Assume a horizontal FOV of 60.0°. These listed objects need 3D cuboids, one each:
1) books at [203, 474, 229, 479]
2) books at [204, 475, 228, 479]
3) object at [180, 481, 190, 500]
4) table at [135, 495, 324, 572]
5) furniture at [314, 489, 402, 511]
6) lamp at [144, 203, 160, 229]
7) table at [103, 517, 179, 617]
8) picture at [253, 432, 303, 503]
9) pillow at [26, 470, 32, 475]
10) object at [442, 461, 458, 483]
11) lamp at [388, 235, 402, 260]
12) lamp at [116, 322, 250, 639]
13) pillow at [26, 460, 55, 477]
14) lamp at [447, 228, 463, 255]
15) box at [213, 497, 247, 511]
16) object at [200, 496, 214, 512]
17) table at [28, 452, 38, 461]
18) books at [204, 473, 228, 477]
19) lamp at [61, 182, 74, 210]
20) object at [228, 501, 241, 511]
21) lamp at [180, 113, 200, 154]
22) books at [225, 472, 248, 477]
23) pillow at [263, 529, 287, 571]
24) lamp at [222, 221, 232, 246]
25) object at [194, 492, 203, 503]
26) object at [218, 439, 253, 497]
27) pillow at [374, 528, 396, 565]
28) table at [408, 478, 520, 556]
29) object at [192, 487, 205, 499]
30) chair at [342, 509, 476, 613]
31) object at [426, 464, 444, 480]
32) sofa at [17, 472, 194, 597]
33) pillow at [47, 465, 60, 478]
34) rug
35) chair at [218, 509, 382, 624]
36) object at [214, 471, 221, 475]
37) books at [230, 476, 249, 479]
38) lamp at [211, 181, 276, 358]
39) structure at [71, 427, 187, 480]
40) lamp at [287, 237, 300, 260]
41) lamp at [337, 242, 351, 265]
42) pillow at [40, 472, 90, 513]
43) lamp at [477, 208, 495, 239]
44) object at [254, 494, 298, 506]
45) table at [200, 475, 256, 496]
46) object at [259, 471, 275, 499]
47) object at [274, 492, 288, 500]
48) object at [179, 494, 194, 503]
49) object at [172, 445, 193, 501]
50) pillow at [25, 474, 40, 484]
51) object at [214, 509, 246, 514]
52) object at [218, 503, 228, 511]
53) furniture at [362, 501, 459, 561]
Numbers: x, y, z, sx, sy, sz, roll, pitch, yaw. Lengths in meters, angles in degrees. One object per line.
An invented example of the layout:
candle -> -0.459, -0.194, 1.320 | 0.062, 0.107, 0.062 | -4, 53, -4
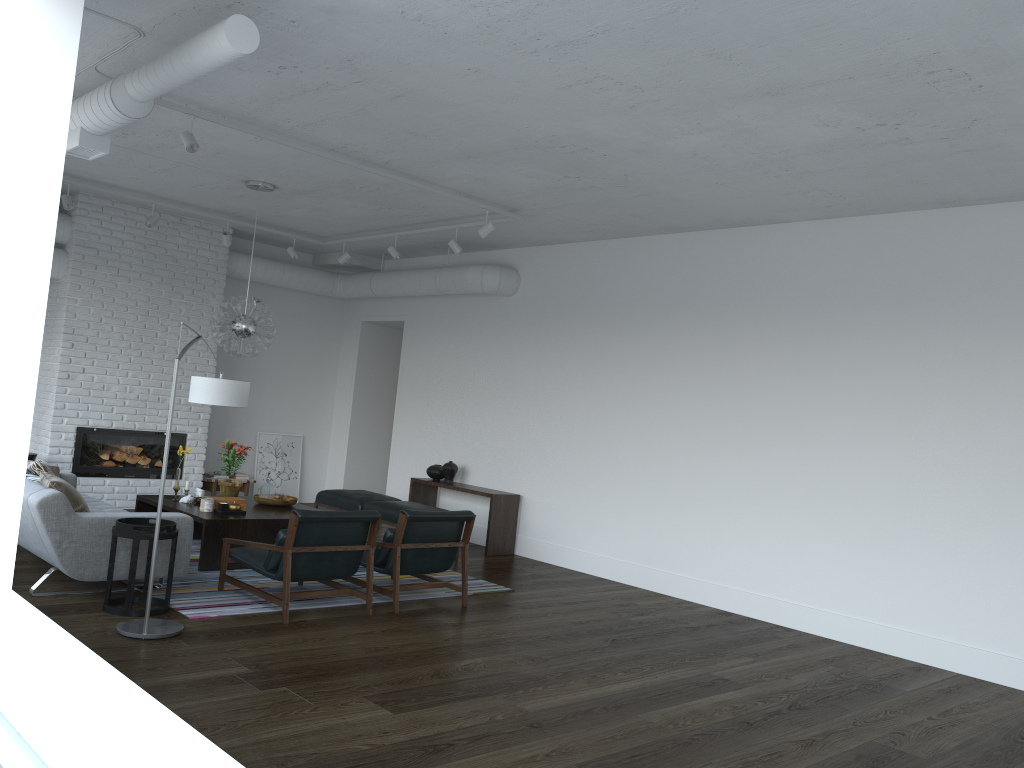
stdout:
books -> -3.459, 1.079, 10.372 | 0.171, 0.011, 0.306 | 8, -3, -45
books -> -3.465, 1.090, 10.381 | 0.172, 0.011, 0.273 | 8, -3, -45
object -> -2.789, 0.912, 7.607 | 0.098, 0.174, 0.098 | 4, -3, 41
table -> -2.322, 1.246, 7.603 | 1.306, 0.394, 1.362 | 8, -3, -44
furniture -> -1.565, 1.346, 9.107 | 0.584, 0.478, 0.828 | 8, -3, -44
lamp -> -3.576, -1.683, 8.821 | 0.090, 0.285, 0.154 | 5, -2, 15
table -> -2.272, 1.113, 5.440 | 0.379, 0.536, 0.379 | 7, -2, -26
picture -> -2.969, 1.072, 11.253 | 0.637, 0.884, 0.093 | 8, -3, -44
pillow -> -3.670, 0.734, 6.588 | 0.254, 0.318, 0.663 | 8, -3, -43
object -> -0.680, 0.960, 9.705 | 0.171, 0.236, 0.171 | 8, -3, -39
lamp -> -1.211, -1.423, 9.177 | 0.154, 0.285, 0.094 | 5, -2, 20
lamp -> -2.130, 0.536, 5.881 | 0.432, 1.738, 2.162 | 6, -2, -10
pillow -> -3.594, 0.723, 6.756 | 0.271, 0.340, 0.576 | 8, -3, -40
lamp -> -0.535, -1.378, 8.463 | 0.154, 0.285, 0.100 | 7, -2, -20
box -> -2.352, 0.987, 7.294 | 0.294, 0.093, 0.169 | 8, -3, -44
object -> -2.430, 0.960, 7.085 | 0.117, 0.116, 0.106 | 5, -2, 26
table -> -4.761, 0.942, 8.542 | 0.281, 0.558, 0.282 | 5, -2, 25
books -> -3.466, 1.064, 10.379 | 0.280, 0.019, 0.202 | 4, -3, 44
lamp -> -4.145, -1.762, 8.271 | 0.154, 0.285, 0.095 | 4, -3, 45
object -> -2.242, 0.983, 7.164 | 0.103, 0.077, 0.103 | 5, -2, 18
lamp -> -2.088, -1.637, 5.757 | 0.154, 0.285, 0.095 | 4, -3, 40
books -> -3.282, 1.077, 10.584 | 0.238, 0.025, 0.173 | 4, -3, 44
pillow -> -1.325, 1.100, 5.890 | 0.612, 0.293, 0.246 | 8, -3, -44
lamp -> -3.010, -1.605, 9.364 | 0.097, 0.285, 0.154 | 6, -2, -3
object -> -2.646, 0.963, 7.532 | 0.102, 0.098, 0.102 | 6, -2, -4
object -> -2.457, 0.760, 7.782 | 0.275, 0.558, 0.284 | 6, -2, 8
pillow -> -0.720, 1.184, 6.471 | 0.612, 0.293, 0.246 | 8, -3, -44
table -> -0.551, 1.394, 9.464 | 0.375, 0.617, 1.362 | 8, -3, -44
object -> -2.705, 0.953, 7.684 | 0.121, 0.113, 0.124 | 7, -2, -24
chair -> -0.856, 1.222, 6.615 | 0.678, 0.698, 0.983 | 8, -3, -44
object -> -0.834, 0.984, 9.880 | 0.245, 0.168, 0.245 | 4, -3, 38
sofa -> -3.340, 0.963, 6.462 | 0.991, 0.684, 2.541 | 8, -3, -44
pillow -> -3.907, 0.766, 7.254 | 0.427, 0.261, 0.236 | 8, -3, -42
rug -> -2.252, 1.458, 7.633 | 2.735, 0.012, 3.760 | 8, -3, -44
chair -> -1.460, 1.138, 6.034 | 0.678, 0.698, 0.983 | 8, -3, -44
object -> -3.481, 1.035, 10.375 | 0.093, 0.038, 0.134 | 5, -2, 13
books -> -3.279, 1.105, 10.577 | 0.267, 0.032, 0.185 | 4, -3, 44
lamp -> -2.314, -1.001, 7.841 | 0.552, 1.546, 0.552 | 5, -2, 34
structure -> -4.266, 0.766, 9.686 | 1.168, 0.578, 0.675 | 8, -3, -44
lamp -> -2.439, -1.526, 9.907 | 0.154, 0.285, 0.093 | 5, -2, 25
lamp -> -1.864, -1.467, 9.878 | 0.154, 0.285, 0.104 | 6, -2, -3
pillow -> -2.913, 0.777, 5.794 | 0.298, 0.338, 0.597 | 7, -2, -34
lamp -> -0.216, -1.377, 7.554 | 0.154, 0.285, 0.088 | 6, -2, 2
object -> -2.122, 1.046, 7.962 | 0.383, 0.068, 0.383 | 6, -2, -1
table -> -3.400, 1.276, 10.455 | 0.605, 0.345, 0.405 | 8, -3, -44
object -> -2.188, 0.926, 7.941 | 0.143, 0.288, 0.143 | 5, -2, 18
object -> -2.089, 1.037, 8.018 | 0.085, 0.089, 0.195 | 7, -2, -34
object -> -2.737, 0.966, 7.465 | 0.124, 0.078, 0.069 | 5, -2, 29
object -> -2.809, 0.759, 7.551 | 0.121, 0.470, 0.120 | 7, -2, -28
pillow -> -3.250, 0.788, 6.207 | 0.346, 0.283, 0.578 | 8, -3, -43
object -> -2.269, 1.025, 7.140 | 0.214, 0.023, 0.130 | 8, -3, -44
object -> -2.319, 0.985, 7.118 | 0.058, 0.055, 0.058 | 8, -3, -44
furniture -> -0.979, 1.386, 8.490 | 0.583, 0.476, 0.827 | 8, -3, -44
